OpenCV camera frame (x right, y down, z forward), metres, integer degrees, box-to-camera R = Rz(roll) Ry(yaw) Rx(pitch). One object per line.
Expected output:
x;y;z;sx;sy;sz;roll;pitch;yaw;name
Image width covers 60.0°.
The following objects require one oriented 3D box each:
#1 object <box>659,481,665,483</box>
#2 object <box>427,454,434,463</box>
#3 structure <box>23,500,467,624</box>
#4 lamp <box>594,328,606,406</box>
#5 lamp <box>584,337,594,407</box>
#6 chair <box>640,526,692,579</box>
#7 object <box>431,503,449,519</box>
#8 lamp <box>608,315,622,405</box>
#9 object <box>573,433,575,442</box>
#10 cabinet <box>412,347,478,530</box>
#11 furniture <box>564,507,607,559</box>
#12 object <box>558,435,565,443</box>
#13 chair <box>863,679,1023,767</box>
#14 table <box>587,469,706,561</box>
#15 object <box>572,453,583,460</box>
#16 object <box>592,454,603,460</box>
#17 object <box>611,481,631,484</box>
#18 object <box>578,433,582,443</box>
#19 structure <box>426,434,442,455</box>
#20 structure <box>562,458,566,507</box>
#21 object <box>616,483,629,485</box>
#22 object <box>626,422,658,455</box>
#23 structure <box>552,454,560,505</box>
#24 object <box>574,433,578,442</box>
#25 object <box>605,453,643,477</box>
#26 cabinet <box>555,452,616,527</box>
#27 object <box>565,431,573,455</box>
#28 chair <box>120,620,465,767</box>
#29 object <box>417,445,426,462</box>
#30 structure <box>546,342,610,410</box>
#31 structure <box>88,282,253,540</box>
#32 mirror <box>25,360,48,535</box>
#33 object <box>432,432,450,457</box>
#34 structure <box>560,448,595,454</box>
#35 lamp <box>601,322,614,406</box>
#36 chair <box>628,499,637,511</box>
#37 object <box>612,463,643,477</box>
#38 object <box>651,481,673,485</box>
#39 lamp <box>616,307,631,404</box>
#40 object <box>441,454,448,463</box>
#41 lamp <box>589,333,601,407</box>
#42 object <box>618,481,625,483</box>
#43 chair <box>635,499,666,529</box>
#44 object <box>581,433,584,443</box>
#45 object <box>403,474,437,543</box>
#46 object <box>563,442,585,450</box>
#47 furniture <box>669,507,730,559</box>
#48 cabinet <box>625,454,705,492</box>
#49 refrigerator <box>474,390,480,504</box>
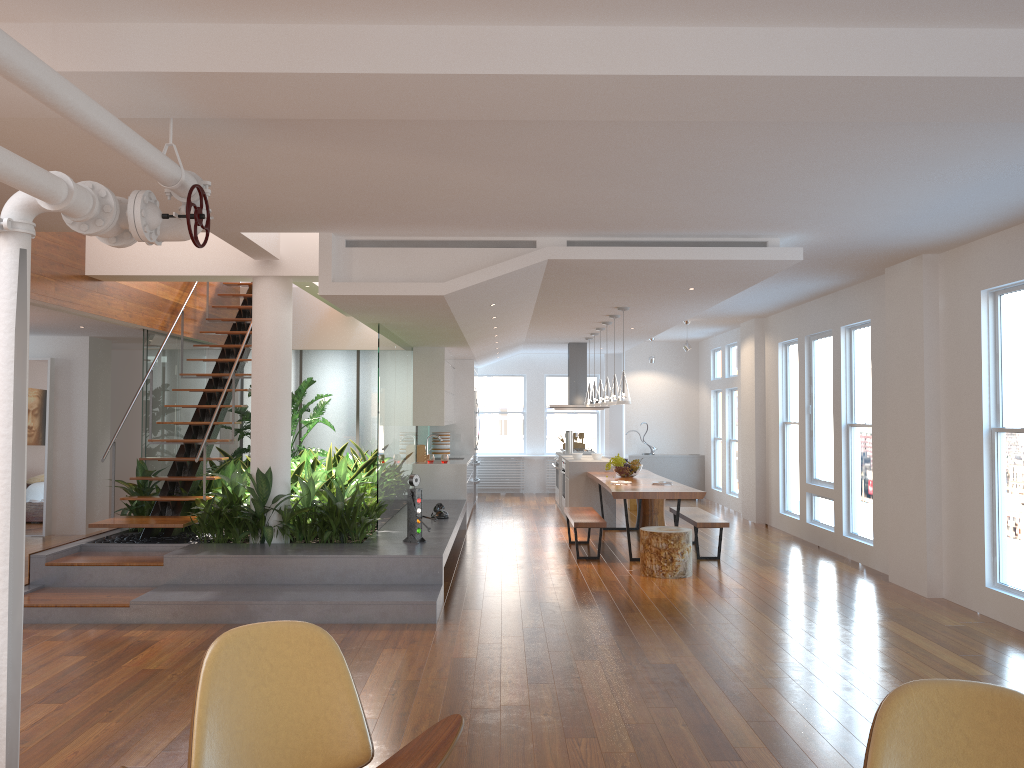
1.571;1.033;9.289;0.079;0.030;0.070;-2;-3;43;object
-1.035;0.948;11.275;0.094;0.106;0.094;0;-2;5;object
-2.085;1.552;8.847;3.088;0.386;5.584;0;-2;-1;structure
1.121;-0.251;11.237;0.160;1.060;0.160;-1;-2;26;lamp
1.107;-0.202;12.683;0.160;1.060;0.160;-1;-2;26;lamp
1.383;1.505;7.966;0.460;0.400;0.460;0;-2;9;chair
-0.751;1.291;9.043;0.216;0.155;0.181;2;-2;-36;object
1.134;-0.300;9.792;0.160;1.060;0.160;-1;-2;26;lamp
0.984;0.922;14.100;0.061;0.299;0.040;0;-2;-3;object
-0.918;0.757;13.304;0.676;2.280;4.565;0;-2;-1;cabinet
0.752;1.559;9.298;0.316;0.389;1.433;0;-2;-1;furniture
0.828;0.939;14.096;0.199;0.259;0.016;0;-2;10;object
1.087;1.139;1.870;0.867;0.752;0.856;2;-3;-40;chair
1.354;1.467;11.312;0.893;0.704;5.996;0;-2;-1;table
0.866;0.961;11.766;0.152;0.082;0.152;-1;-2;39;object
1.117;0.958;11.644;0.152;0.082;0.152;2;-3;-40;object
1.149;1.040;9.333;0.222;0.020;0.222;-2;-3;40;object
1.082;0.923;14.084;0.068;0.298;0.039;0;-2;-1;object
-1.081;0.959;12.290;0.248;0.536;0.115;0;-2;0;structure
0.723;1.364;12.203;0.072;0.648;0.644;0;-2;-1;structure
1.136;1.039;9.198;0.149;0.014;0.044;0;-2;-2;object
2.262;0.943;15.344;0.590;0.563;0.210;1;-2;-29;object
0.958;1.455;13.615;0.649;0.735;0.890;0;-2;-1;structure
1.018;0.922;14.081;0.057;0.299;0.019;0;-2;-1;object
1.312;0.948;10.327;0.394;0.284;0.292;2;-2;-36;object
1.007;1.450;12.707;0.597;0.832;2.936;0;-2;-1;cabinet
0.862;0.873;13.187;0.172;0.356;0.120;2;-3;-42;object
-0.571;1.160;2.572;0.856;0.752;0.867;0;-2;5;chair
-1.179;0.903;11.546;0.104;0.222;0.200;0;-2;0;object
1.006;-0.301;13.658;0.909;1.405;0.900;0;-2;-1;structure
-2.299;-0.511;9.577;2.552;4.265;4.591;0;-2;-1;structure
-6.096;0.738;10.375;1.267;2.044;0.049;0;-2;-1;mirror
-1.029;0.882;12.848;0.267;0.356;0.266;-1;-2;25;object
1.001;1.030;13.641;0.520;0.073;0.650;0;-2;-1;structure
1.127;-0.275;10.515;0.160;1.060;0.160;-1;-2;26;lamp
1.937;1.675;13.398;0.344;0.430;0.549;0;-2;3;chair
1.338;1.010;10.311;0.360;0.159;0.360;2;-2;-37;object
1.571;1.039;9.289;0.222;0.020;0.222;0;-2;-9;object
1.141;-0.324;9.070;0.160;1.060;0.160;-1;-2;26;lamp
-0.853;0.947;11.230;0.094;0.106;0.094;0;-2;5;object
1.114;-0.226;11.960;0.160;1.060;0.160;-1;-2;26;lamp
1.149;1.034;9.333;0.070;0.030;0.079;2;-2;-37;object
1.751;1.594;11.183;0.396;0.455;0.402;0;-2;-11;chair
1.119;0.924;14.102;0.057;0.294;0.030;0;-2;-1;object
-0.751;1.032;7.335;0.318;0.565;0.134;-1;-2;36;object
0.983;1.001;14.088;0.353;0.157;0.084;0;-2;-1;object
1.945;1.561;9.309;0.316;0.389;1.433;0;-2;-1;furniture
2.645;1.589;15.370;1.309;0.725;0.420;0;-2;-1;cabinet
-0.871;0.998;14.039;0.725;1.772;0.908;0;-2;-1;refrigerator
